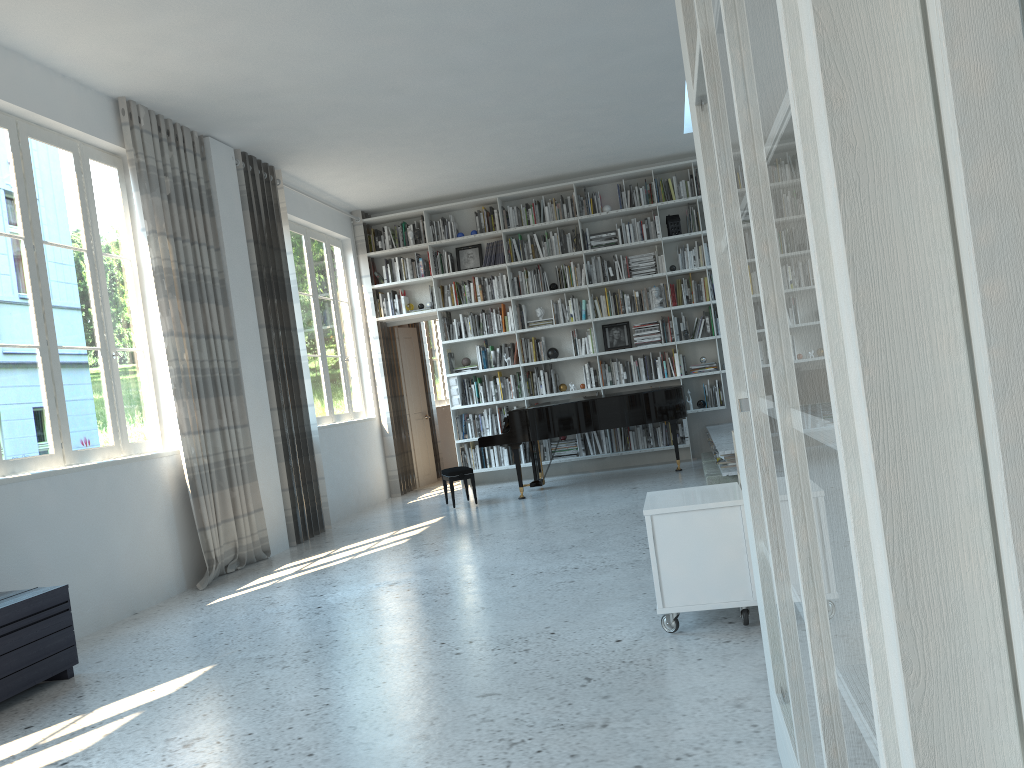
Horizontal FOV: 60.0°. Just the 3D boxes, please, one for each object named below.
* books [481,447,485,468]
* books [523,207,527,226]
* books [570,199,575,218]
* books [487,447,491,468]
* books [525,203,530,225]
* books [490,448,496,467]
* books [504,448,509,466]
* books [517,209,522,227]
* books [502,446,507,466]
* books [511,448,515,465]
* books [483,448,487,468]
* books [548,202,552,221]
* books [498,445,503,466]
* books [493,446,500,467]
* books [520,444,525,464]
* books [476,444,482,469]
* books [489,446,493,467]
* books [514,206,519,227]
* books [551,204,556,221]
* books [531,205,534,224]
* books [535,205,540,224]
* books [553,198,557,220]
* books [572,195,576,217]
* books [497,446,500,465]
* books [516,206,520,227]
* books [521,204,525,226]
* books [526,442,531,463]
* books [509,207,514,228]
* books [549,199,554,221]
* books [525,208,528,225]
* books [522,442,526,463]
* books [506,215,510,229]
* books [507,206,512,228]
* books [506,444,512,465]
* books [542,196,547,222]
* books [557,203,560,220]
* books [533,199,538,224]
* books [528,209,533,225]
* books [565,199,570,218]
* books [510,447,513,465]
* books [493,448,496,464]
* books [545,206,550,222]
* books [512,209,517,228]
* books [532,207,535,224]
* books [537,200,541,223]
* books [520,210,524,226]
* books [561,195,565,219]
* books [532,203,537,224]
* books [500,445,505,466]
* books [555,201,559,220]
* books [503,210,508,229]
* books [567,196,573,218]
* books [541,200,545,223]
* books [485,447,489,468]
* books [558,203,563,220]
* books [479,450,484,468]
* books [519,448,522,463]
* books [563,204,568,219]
[{"bbox_3d":[-0.307,0.812,9.964,0.022,0.252,0.139,-8,0,10],"label":"books"},{"bbox_3d":[0.156,-1.827,9.810,0.025,0.235,0.129,-8,0,10],"label":"books"},{"bbox_3d":[0.671,-1.895,9.677,0.026,0.225,0.172,-8,0,10],"label":"books"},{"bbox_3d":[-0.249,0.780,9.933,0.013,0.300,0.183,-8,0,10],"label":"books"},{"bbox_3d":[0.190,-1.849,9.793,0.028,0.268,0.151,-8,0,10],"label":"books"},{"bbox_3d":[-0.200,0.823,9.921,0.030,0.201,0.168,-8,0,10],"label":"books"},{"bbox_3d":[-0.041,0.807,9.887,0.031,0.188,0.190,-8,0,10],"label":"books"},{"bbox_3d":[0.101,-1.806,9.779,0.029,0.208,0.178,-8,0,10],"label":"books"},{"bbox_3d":[-0.070,0.802,9.899,0.028,0.206,0.171,-8,0,10],"label":"books"},{"bbox_3d":[0.025,0.785,9.904,0.024,0.214,0.137,-8,0,10],"label":"books"},{"bbox_3d":[-0.285,0.825,9.950,0.022,0.221,0.163,-8,0,10],"label":"books"},{"bbox_3d":[0.428,-1.866,9.741,0.026,0.236,0.134,-8,0,10],"label":"books"},{"bbox_3d":[-0.120,0.779,9.909,0.025,0.266,0.159,-8,0,10],"label":"books"},{"bbox_3d":[-0.161,0.785,9.917,0.031,0.266,0.186,-8,0,10],"label":"books"},{"bbox_3d":[0.124,0.730,9.863,0.021,0.295,0.187,-8,0,10],"label":"books"},{"bbox_3d":[-0.355,0.812,9.953,0.023,0.266,0.177,-8,0,10],"label":"books"},{"bbox_3d":[-0.224,0.804,9.950,0.022,0.246,0.134,-8,0,10],"label":"books"},{"bbox_3d":[0.063,-1.823,9.802,0.023,0.251,0.170,-8,0,10],"label":"books"},{"bbox_3d":[0.471,-1.861,9.742,0.029,0.213,0.141,-8,0,10],"label":"books"},{"bbox_3d":[0.239,-1.839,9.772,0.013,0.234,0.154,-8,0,10],"label":"books"},{"bbox_3d":[0.295,-1.847,9.769,0.029,0.235,0.130,-8,0,10],"label":"books"},{"bbox_3d":[0.484,-1.889,9.711,0.014,0.266,0.192,-8,0,10],"label":"books"},{"bbox_3d":[0.689,-1.918,9.681,0.014,0.267,0.171,-8,0,10],"label":"books"},{"bbox_3d":[-0.138,0.762,9.931,0.014,0.304,0.139,-8,0,10],"label":"books"},{"bbox_3d":[0.080,-1.825,9.795,0.012,0.250,0.174,-8,0,10],"label":"books"},{"bbox_3d":[0.133,-1.839,9.788,0.010,0.264,0.160,-8,0,10],"label":"books"},{"bbox_3d":[0.184,0.742,9.873,0.065,0.256,0.155,-8,0,10],"label":"books"},{"bbox_3d":[0.014,-1.818,9.813,0.031,0.254,0.145,-8,0,10],"label":"books"},{"bbox_3d":[0.445,-1.885,9.738,0.014,0.269,0.156,-8,0,10],"label":"books"},{"bbox_3d":[0.174,-1.820,9.798,0.012,0.216,0.150,-8,0,10],"label":"books"},{"bbox_3d":[0.139,0.724,9.857,0.012,0.304,0.165,-8,0,10],"label":"books"},{"bbox_3d":[-0.027,-1.776,9.831,0.024,0.183,0.133,-8,0,10],"label":"books"},{"bbox_3d":[-0.010,-1.826,9.836,0.021,0.279,0.140,-8,0,10],"label":"books"},{"bbox_3d":[-0.018,0.776,9.882,0.023,0.244,0.188,-8,0,10],"label":"books"},{"bbox_3d":[0.372,-1.898,9.749,0.014,0.315,0.166,-8,0,10],"label":"books"},{"bbox_3d":[0.521,-1.865,9.700,0.013,0.207,0.178,-8,0,10],"label":"books"},{"bbox_3d":[0.270,-1.876,9.761,0.010,0.299,0.151,-8,0,10],"label":"books"},{"bbox_3d":[0.221,-1.820,9.779,0.030,0.201,0.152,-8,0,10],"label":"books"},{"bbox_3d":[0.619,-1.893,9.700,0.026,0.237,0.149,-8,0,10],"label":"books"},{"bbox_3d":[0.000,0.740,9.909,0.013,0.310,0.130,-8,0,10],"label":"books"},{"bbox_3d":[-0.174,0.815,9.947,0.014,0.211,0.146,-8,0,10],"label":"books"},{"bbox_3d":[0.402,-1.839,9.737,0.031,0.190,0.181,-8,0,10],"label":"books"},{"bbox_3d":[0.042,-1.804,9.804,0.023,0.220,0.181,-8,0,10],"label":"books"},{"bbox_3d":[0.251,-1.831,9.762,0.011,0.216,0.160,-8,0,10],"label":"books"},{"bbox_3d":[0.310,-1.870,9.750,0.013,0.276,0.164,-8,0,10],"label":"books"},{"bbox_3d":[0.124,-1.809,9.788,0.015,0.207,0.166,-8,0,10],"label":"books"},{"bbox_3d":[0.566,-1.911,9.705,0.013,0.285,0.159,-8,0,10],"label":"books"},{"bbox_3d":[0.261,-1.851,9.761,0.013,0.251,0.183,-8,0,10],"label":"books"},{"bbox_3d":[-0.094,0.800,9.905,0.021,0.218,0.190,-8,0,10],"label":"books"},{"bbox_3d":[0.505,-1.873,9.715,0.021,0.228,0.161,-8,0,10],"label":"books"},{"bbox_3d":[-0.059,-1.799,9.821,0.029,0.237,0.156,-8,0,10],"label":"books"},{"bbox_3d":[0.646,-1.909,9.703,0.030,0.261,0.151,-8,0,10],"label":"books"},{"bbox_3d":[0.341,-1.873,9.742,0.052,0.273,0.172,-8,0,10],"label":"books"},{"bbox_3d":[-0.263,0.804,9.951,0.027,0.256,0.160,-8,0,10],"label":"books"},{"bbox_3d":[0.540,-1.864,9.693,0.026,0.200,0.187,-8,0,10],"label":"books"},{"bbox_3d":[-0.326,0.839,9.965,0.022,0.205,0.158,-8,0,10],"label":"books"},{"bbox_3d":[0.102,0.749,9.898,0.040,0.264,0.137,-8,0,10],"label":"books"},{"bbox_3d":[0.593,-1.863,9.696,0.031,0.185,0.176,-8,0,10],"label":"books"}]
